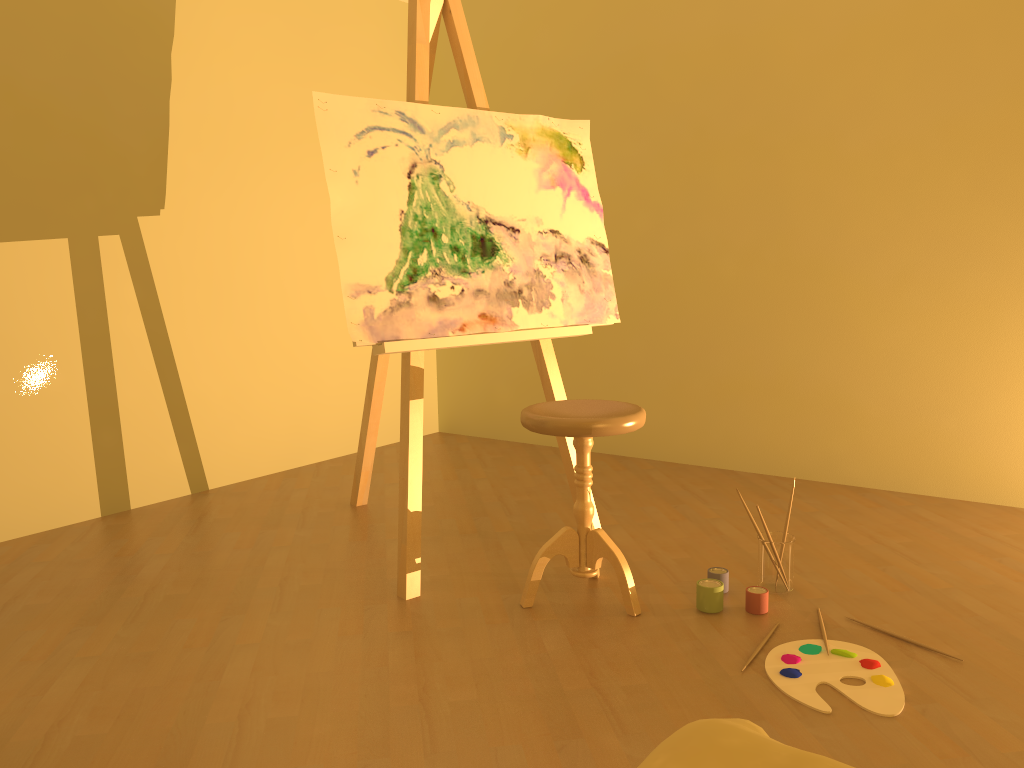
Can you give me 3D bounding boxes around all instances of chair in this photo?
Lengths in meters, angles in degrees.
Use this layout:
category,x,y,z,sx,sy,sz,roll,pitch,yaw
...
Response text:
category,x,y,z,sx,sy,sz,roll,pitch,yaw
chair,0.206,0.341,2.492,0.348,0.551,0.364,-8,11,-41

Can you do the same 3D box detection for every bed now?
category,x,y,z,sx,sy,sz,roll,pitch,yaw
bed,0.795,0.505,0.001,2.378,0.894,1.286,5,10,36

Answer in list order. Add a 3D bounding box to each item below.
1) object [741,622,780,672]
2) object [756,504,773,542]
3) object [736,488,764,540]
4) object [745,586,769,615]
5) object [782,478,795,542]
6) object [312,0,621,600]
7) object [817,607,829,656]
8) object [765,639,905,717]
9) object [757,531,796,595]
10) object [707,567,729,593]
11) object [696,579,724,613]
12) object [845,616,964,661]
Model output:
category,x,y,z,sx,sy,sz,roll,pitch,yaw
object,0.619,0.646,2.197,0.010,0.010,0.325,4,9,31
object,0.742,0.460,2.524,0.172,0.278,0.010,-8,11,-41
object,0.725,0.450,2.571,0.159,0.286,0.010,4,9,31
object,0.667,0.590,2.415,0.060,0.060,0.060,1,8,18
object,0.796,0.431,2.584,0.069,0.319,0.010,-5,9,-26
object,-0.293,-0.321,2.870,1.132,1.896,0.972,2,8,19
object,0.797,0.630,2.273,0.010,0.015,0.325,1,8,15
object,0.734,0.664,2.044,0.288,0.014,0.366,0,8,8
object,0.763,0.518,2.564,0.106,0.157,0.106,0,8,8
object,0.597,0.569,2.570,0.060,0.060,0.060,2,9,21
object,0.544,0.582,2.435,0.073,0.073,0.073,6,11,40
object,0.975,0.635,2.225,0.010,0.010,0.325,-6,10,-33
